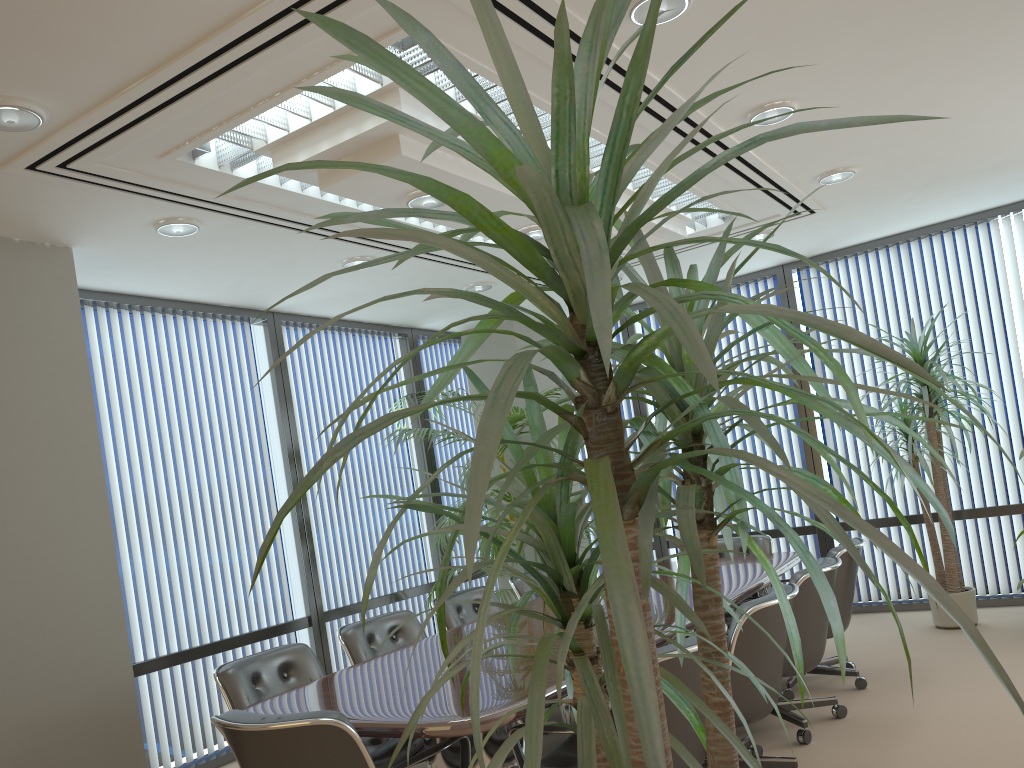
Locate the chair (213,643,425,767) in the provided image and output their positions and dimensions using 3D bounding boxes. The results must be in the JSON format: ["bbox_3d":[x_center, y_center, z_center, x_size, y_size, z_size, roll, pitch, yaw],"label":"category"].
[{"bbox_3d":[-0.888,1.686,4.182,0.859,0.856,0.757,-11,-4,27],"label":"chair"}]

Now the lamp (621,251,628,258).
[{"bbox_3d":[0.634,-0.804,5.650,0.224,0.035,0.228,-4,-8,-33],"label":"lamp"}]

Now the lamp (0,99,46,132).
[{"bbox_3d":[-1.770,-0.939,3.108,0.224,0.035,0.228,-3,-9,-40],"label":"lamp"}]

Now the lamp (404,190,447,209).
[{"bbox_3d":[-0.382,-0.844,4.061,0.224,0.035,0.228,-3,-9,-40],"label":"lamp"}]

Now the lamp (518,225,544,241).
[{"bbox_3d":[0.126,-0.824,4.855,0.224,0.035,0.228,-4,-8,-33],"label":"lamp"}]

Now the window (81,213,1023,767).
[{"bbox_3d":[0.533,0.771,7.490,7.349,2.903,3.563,-7,-5,-12],"label":"window"}]

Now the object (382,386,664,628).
[{"bbox_3d":[0.019,1.119,7.418,2.154,2.471,2.111,-6,-4,-37],"label":"object"}]

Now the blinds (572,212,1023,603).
[{"bbox_3d":[2.327,0.534,7.841,4.973,2.899,0.050,-12,-3,33],"label":"blinds"}]

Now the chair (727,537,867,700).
[{"bbox_3d":[1.791,1.433,5.439,0.859,0.856,0.733,-11,-4,27],"label":"chair"}]

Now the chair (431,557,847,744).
[{"bbox_3d":[0.687,1.569,5.178,2.550,0.855,0.756,-13,-5,32],"label":"chair"}]

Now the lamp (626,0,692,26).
[{"bbox_3d":[0.505,-1.294,3.029,0.226,0.035,0.225,-11,-7,22],"label":"lamp"}]

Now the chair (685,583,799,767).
[{"bbox_3d":[0.925,1.390,4.011,0.860,0.856,0.756,-11,-4,32],"label":"chair"}]

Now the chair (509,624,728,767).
[{"bbox_3d":[0.415,1.380,3.295,0.865,0.856,0.750,-12,-5,36],"label":"chair"}]

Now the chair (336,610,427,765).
[{"bbox_3d":[-0.464,1.712,4.918,0.860,0.856,0.756,-11,-4,32],"label":"chair"}]

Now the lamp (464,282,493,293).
[{"bbox_3d":[-0.254,-0.729,6.710,0.224,0.035,0.228,-4,-8,-33],"label":"lamp"}]

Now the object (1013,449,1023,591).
[{"bbox_3d":[3.769,1.012,5.675,0.980,1.308,0.859,-9,-3,3],"label":"object"}]

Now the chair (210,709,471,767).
[{"bbox_3d":[-0.551,1.511,3.163,0.765,0.856,0.849,-11,-4,32],"label":"chair"}]

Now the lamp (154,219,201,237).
[{"bbox_3d":[-1.691,-0.786,4.463,0.224,0.035,0.228,-3,-9,-40],"label":"lamp"}]

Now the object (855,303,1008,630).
[{"bbox_3d":[3.093,0.627,6.426,1.019,2.307,1.033,-9,-2,8],"label":"object"}]

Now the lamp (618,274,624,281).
[{"bbox_3d":[0.790,-0.839,7.109,0.227,0.035,0.224,-15,-9,42],"label":"lamp"}]

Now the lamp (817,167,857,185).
[{"bbox_3d":[1.943,-1.238,5.276,0.224,0.035,0.228,-4,-8,-33],"label":"lamp"}]

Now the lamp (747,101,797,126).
[{"bbox_3d":[1.224,-1.266,4.152,0.224,0.035,0.228,-4,-8,-33],"label":"lamp"}]

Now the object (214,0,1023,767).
[{"bbox_3d":[0.186,0.452,1.034,0.807,1.827,0.818,-9,-2,8],"label":"object"}]

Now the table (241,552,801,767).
[{"bbox_3d":[0.492,1.611,4.838,1.520,0.746,4.059,-12,-8,32],"label":"table"}]

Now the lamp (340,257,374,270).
[{"bbox_3d":[-0.973,-0.757,5.586,0.224,0.035,0.228,-4,-8,-33],"label":"lamp"}]

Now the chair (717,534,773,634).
[{"bbox_3d":[1.584,1.594,6.500,0.765,0.856,0.849,-11,-4,32],"label":"chair"}]

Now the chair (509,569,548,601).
[{"bbox_3d":[0.483,1.739,6.321,0.861,0.856,0.755,-12,-5,37],"label":"chair"}]

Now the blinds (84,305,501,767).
[{"bbox_3d":[-1.306,0.991,7.068,0.032,2.896,4.881,-9,-5,32],"label":"blinds"}]

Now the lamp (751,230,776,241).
[{"bbox_3d":[1.811,-1.075,6.443,0.226,0.035,0.225,-11,-7,22],"label":"lamp"}]
